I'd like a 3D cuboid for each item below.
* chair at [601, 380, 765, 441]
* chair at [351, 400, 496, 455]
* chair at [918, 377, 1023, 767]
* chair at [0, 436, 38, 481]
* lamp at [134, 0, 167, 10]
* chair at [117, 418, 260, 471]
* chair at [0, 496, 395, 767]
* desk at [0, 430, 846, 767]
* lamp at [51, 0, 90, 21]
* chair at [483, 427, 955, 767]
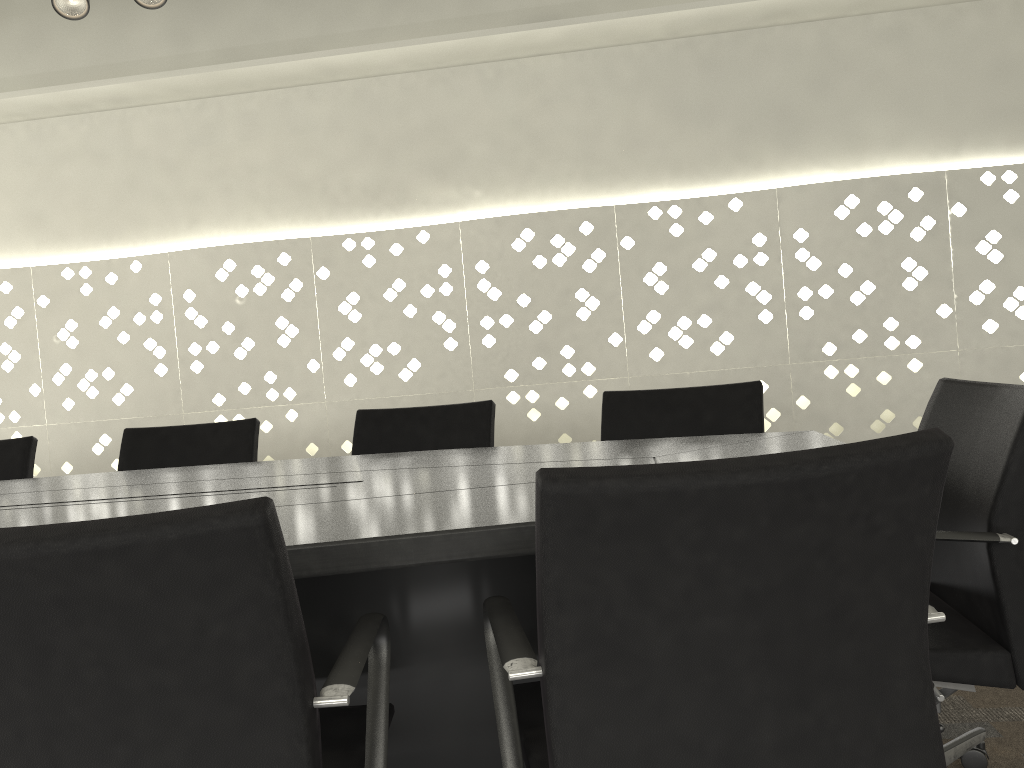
[{"bbox_3d":[0.405,0.392,2.110,0.559,0.757,0.579,-4,2,26],"label":"chair"},{"bbox_3d":[-0.259,0.444,2.298,0.559,0.757,0.579,-4,2,21],"label":"chair"},{"bbox_3d":[0.630,0.389,1.508,0.579,0.757,0.559,-5,2,11],"label":"chair"},{"bbox_3d":[-1.589,0.553,2.457,0.559,0.757,0.579,-5,2,6],"label":"chair"},{"bbox_3d":[-0.952,-1.115,2.359,0.213,0.224,0.126,-5,2,10],"label":"lamp"},{"bbox_3d":[-0.923,0.497,2.414,0.559,0.757,0.579,-5,2,11],"label":"chair"},{"bbox_3d":[-0.397,0.489,1.011,0.559,0.757,0.579,-5,2,6],"label":"chair"},{"bbox_3d":[-1.036,0.576,1.732,3.364,0.658,1.223,-5,2,7],"label":"desk"},{"bbox_3d":[-1.173,-1.097,2.386,0.213,0.224,0.126,-5,2,10],"label":"lamp"},{"bbox_3d":[0.214,0.436,1.063,0.559,0.757,0.579,-5,2,-4],"label":"chair"}]
